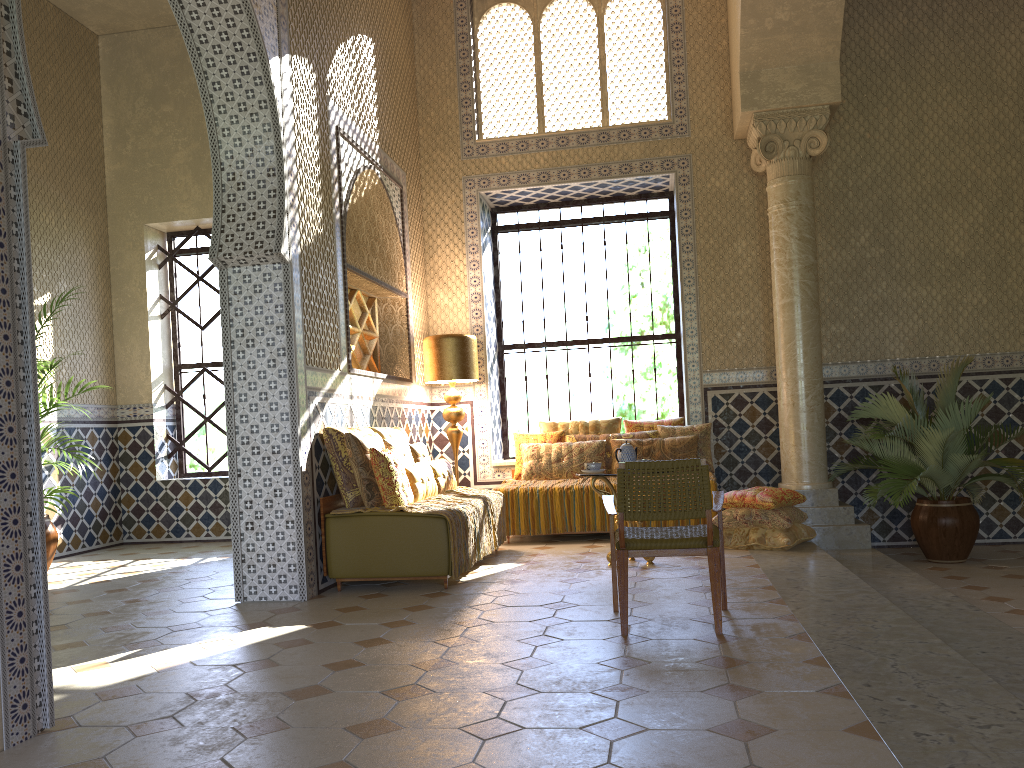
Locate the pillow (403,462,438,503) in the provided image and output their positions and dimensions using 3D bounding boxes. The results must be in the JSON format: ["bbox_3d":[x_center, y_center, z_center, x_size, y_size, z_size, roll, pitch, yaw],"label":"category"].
[{"bbox_3d":[-1.016,1.076,9.560,0.271,0.450,0.983,-3,-3,9],"label":"pillow"}]

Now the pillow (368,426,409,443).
[{"bbox_3d":[-1.380,0.907,10.392,0.422,0.832,1.193,-3,-2,9],"label":"pillow"}]

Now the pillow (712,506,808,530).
[{"bbox_3d":[2.886,1.564,10.328,0.933,0.347,0.880,-4,-3,30],"label":"pillow"}]

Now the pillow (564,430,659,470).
[{"bbox_3d":[1.371,0.974,12.170,1.342,0.615,0.370,-3,-1,9],"label":"pillow"}]

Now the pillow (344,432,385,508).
[{"bbox_3d":[-1.413,0.872,8.958,0.383,0.780,0.834,-3,-2,10],"label":"pillow"}]

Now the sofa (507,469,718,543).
[{"bbox_3d":[1.302,1.591,11.939,2.850,0.937,1.274,-3,-2,9],"label":"sofa"}]

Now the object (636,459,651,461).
[{"bbox_3d":[1.434,0.878,9.716,0.183,0.100,0.183,-3,-2,-2],"label":"object"}]

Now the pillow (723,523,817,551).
[{"bbox_3d":[2.916,1.765,10.334,0.992,0.368,1.042,-5,-3,34],"label":"pillow"}]

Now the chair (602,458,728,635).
[{"bbox_3d":[1.131,1.148,6.552,0.951,1.209,0.907,-3,-1,9],"label":"chair"}]

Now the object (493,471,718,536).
[{"bbox_3d":[1.252,1.582,11.884,2.887,0.718,1.315,-3,-2,10],"label":"object"}]

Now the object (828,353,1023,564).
[{"bbox_3d":[5.294,0.894,10.676,2.641,2.501,2.166,-3,-1,-4],"label":"object"}]

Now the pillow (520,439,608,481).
[{"bbox_3d":[0.700,1.057,12.061,1.192,0.546,0.329,-3,-1,9],"label":"pillow"}]

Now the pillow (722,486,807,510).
[{"bbox_3d":[2.890,1.354,10.316,0.805,0.310,0.747,-5,-4,43],"label":"pillow"}]

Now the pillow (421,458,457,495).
[{"bbox_3d":[-0.862,1.119,10.484,0.271,0.450,0.983,-3,-3,9],"label":"pillow"}]

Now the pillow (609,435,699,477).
[{"bbox_3d":[1.908,0.985,11.860,1.192,0.546,0.329,-3,-1,9],"label":"pillow"}]

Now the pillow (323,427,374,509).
[{"bbox_3d":[-1.577,0.852,9.212,0.422,0.832,1.193,-3,-2,9],"label":"pillow"}]

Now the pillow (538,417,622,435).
[{"bbox_3d":[0.964,0.904,12.480,1.193,0.832,0.422,-3,-1,9],"label":"pillow"}]

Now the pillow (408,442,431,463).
[{"bbox_3d":[-1.081,1.003,10.471,0.313,0.637,0.682,-3,-2,10],"label":"pillow"}]

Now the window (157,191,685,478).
[{"bbox_3d":[-1.671,-0.688,13.779,8.485,3.990,0.574,-3,0,6],"label":"window"}]

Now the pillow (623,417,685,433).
[{"bbox_3d":[1.995,0.875,12.366,0.856,0.800,0.393,-3,-1,10],"label":"pillow"}]

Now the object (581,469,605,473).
[{"bbox_3d":[0.868,0.930,9.454,0.255,0.032,0.256,-2,-3,-12],"label":"object"}]

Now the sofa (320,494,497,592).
[{"bbox_3d":[-0.954,1.583,9.742,1.274,0.937,2.852,-3,-3,9],"label":"sofa"}]

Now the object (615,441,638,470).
[{"bbox_3d":[1.222,0.765,9.433,0.273,0.323,0.199,-3,-1,-1],"label":"object"}]

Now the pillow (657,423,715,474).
[{"bbox_3d":[2.357,0.886,12.026,0.741,0.693,0.340,-3,-1,10],"label":"pillow"}]

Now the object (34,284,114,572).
[{"bbox_3d":[-5.835,0.533,10.200,2.258,3.552,2.753,-3,-1,13],"label":"object"}]

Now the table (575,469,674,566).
[{"bbox_3d":[1.244,1.414,9.395,1.102,0.980,1.100,-4,-2,39],"label":"table"}]

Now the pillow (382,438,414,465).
[{"bbox_3d":[-1.214,0.936,9.679,0.341,0.693,0.741,-3,-2,10],"label":"pillow"}]

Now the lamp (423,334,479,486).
[{"bbox_3d":[-0.784,0.751,12.178,0.736,2.813,0.737,-3,0,-22],"label":"lamp"}]

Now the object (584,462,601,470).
[{"bbox_3d":[0.866,0.892,9.453,0.183,0.100,0.183,-2,-2,-9],"label":"object"}]

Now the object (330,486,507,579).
[{"bbox_3d":[-0.896,1.570,9.719,1.314,0.717,2.888,-3,-3,10],"label":"object"}]

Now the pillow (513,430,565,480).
[{"bbox_3d":[0.379,1.003,12.356,0.741,0.693,0.340,-3,-1,10],"label":"pillow"}]

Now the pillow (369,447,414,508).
[{"bbox_3d":[-1.175,0.944,8.774,0.345,0.651,0.685,-3,-2,9],"label":"pillow"}]
